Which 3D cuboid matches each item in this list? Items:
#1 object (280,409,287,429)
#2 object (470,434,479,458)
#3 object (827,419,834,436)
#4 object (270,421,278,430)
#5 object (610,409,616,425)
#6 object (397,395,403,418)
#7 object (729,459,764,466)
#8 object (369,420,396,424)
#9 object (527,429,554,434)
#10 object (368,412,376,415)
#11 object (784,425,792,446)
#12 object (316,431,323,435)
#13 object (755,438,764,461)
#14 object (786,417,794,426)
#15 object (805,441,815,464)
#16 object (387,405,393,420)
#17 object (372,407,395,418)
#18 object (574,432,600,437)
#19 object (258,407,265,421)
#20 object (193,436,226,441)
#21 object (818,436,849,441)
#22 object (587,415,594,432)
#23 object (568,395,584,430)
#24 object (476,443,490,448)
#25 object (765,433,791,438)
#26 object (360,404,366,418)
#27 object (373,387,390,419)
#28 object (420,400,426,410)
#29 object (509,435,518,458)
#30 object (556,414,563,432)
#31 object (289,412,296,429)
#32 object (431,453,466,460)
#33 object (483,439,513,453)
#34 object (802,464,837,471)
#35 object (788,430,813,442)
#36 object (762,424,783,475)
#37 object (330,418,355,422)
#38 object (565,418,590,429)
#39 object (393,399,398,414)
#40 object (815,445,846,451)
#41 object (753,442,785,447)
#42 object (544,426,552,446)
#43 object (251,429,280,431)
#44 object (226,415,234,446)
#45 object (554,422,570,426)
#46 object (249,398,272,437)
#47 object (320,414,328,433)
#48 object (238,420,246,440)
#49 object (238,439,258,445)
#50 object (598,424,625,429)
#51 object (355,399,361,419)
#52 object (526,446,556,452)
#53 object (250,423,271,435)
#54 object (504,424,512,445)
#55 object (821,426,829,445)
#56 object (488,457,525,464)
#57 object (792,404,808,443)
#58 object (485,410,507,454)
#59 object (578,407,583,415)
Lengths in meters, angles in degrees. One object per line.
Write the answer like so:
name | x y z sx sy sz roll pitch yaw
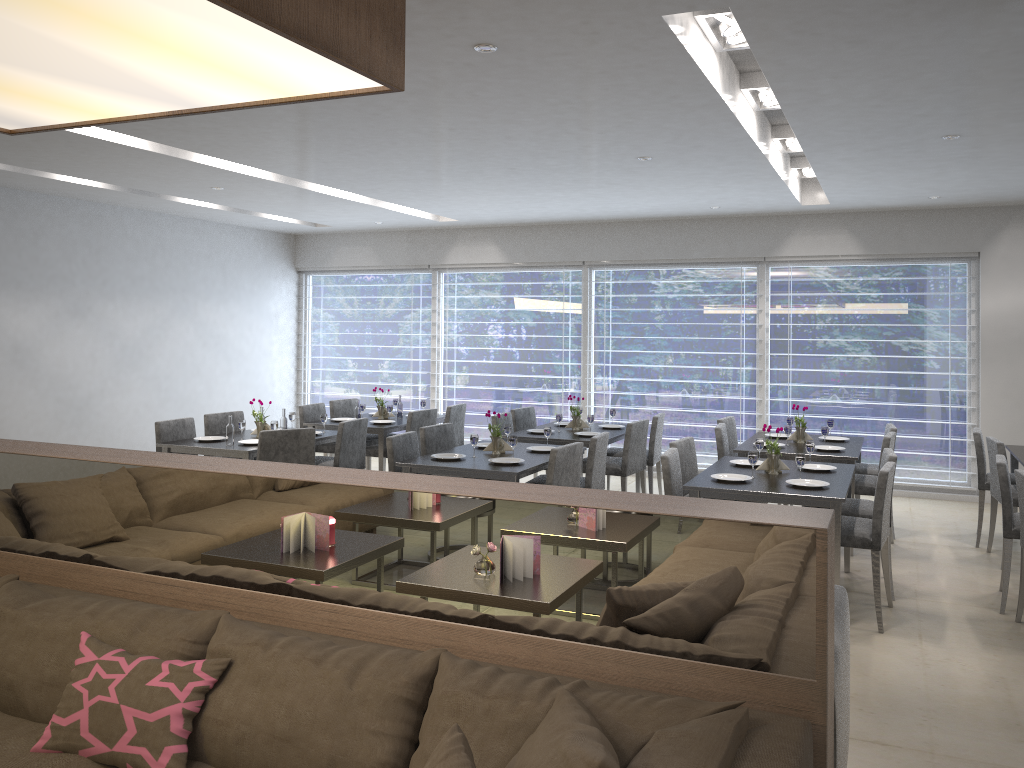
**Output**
object | -1.646 0.278 6.373 0.052 0.201 0.052 1 -1 -24
object | -0.232 0.380 5.435 0.053 0.139 0.053 1 0 -19
object | 2.388 0.332 6.626 0.053 0.139 0.053 1 0 -24
object | -1.640 0.325 6.100 0.053 0.139 0.053 1 0 -19
object | 0.833 0.275 7.303 0.053 0.139 0.053 1 0 -24
object | -0.984 0.199 7.764 0.052 0.201 0.052 1 -1 -12
object | 1.399 0.470 5.235 0.217 0.015 0.217 2 4 23
object | -1.073 0.317 7.329 0.217 0.015 0.217 1 3 2
object | 0.219 0.364 6.766 0.217 0.015 0.217 2 4 23
object | -1.193 0.273 8.019 0.217 0.015 0.217 1 3 2
object | 1.919 0.357 6.149 0.053 0.139 0.053 1 0 -24
object | -1.503 0.364 6.498 0.217 0.015 0.217 1 4 4
object | 1.501 0.401 5.362 0.053 0.139 0.053 1 0 -24
object | 2.121 0.323 6.743 0.053 0.139 0.053 1 0 -24
object | 1.769 0.411 5.246 0.053 0.139 0.053 1 0 -19
object | -1.034 0.246 7.486 0.053 0.139 0.053 1 0 -19
object | -1.125 0.248 7.754 0.203 0.100 0.070 0 1 -7
object | 0.573 0.377 6.612 0.217 0.015 0.217 2 4 23
object | -1.839 0.269 6.493 0.052 0.201 0.052 1 -1 -24
object | -2.090 0.381 6.116 0.217 0.015 0.217 1 4 4
object | 2.359 0.403 6.473 0.217 0.015 0.217 2 4 23
object | 0.603 0.306 6.774 0.053 0.139 0.053 1 0 -24
object | 0.501 0.224 6.978 0.104 0.276 0.154 0 0 21
object | -0.153 0.413 5.911 0.217 0.015 0.217 2 4 23
object | 2.005 0.390 6.627 0.217 0.015 0.217 2 4 23
object | -1.273 0.240 7.538 0.053 0.139 0.053 1 0 -19
object | -1.145 0.163 7.694 0.104 0.276 0.154 0 0 21
object | -0.804 0.215 8.016 0.053 0.139 0.053 1 0 -19
object | 0.007 0.385 5.383 0.053 0.139 0.053 1 0 -19
object | 0.364 0.300 6.826 0.053 0.139 0.053 1 0 -19
object | -1.677 0.285 6.745 0.053 0.139 0.053 1 0 -19
object | -0.386 0.444 5.374 0.217 0.015 0.217 2 4 23
object | -0.084 0.388 5.645 0.203 0.100 0.070 0 1 -7
object | 1.753 0.483 5.082 0.217 0.015 0.217 -1 4 -20
object | 2.073 0.365 6.362 0.203 0.100 0.070 0 1 -7
object | 1.447 0.360 4.911 0.104 0.276 0.154 0 0 21
object | -1.427 0.304 7.483 0.217 0.015 0.217 1 3 2
object | 0.521 0.308 7.037 0.203 0.100 0.070 0 1 -7
object | -1.071 0.206 8.132 0.053 0.139 0.053 1 0 -19
object | 2.125 0.434 5.937 0.217 0.015 0.217 2 4 23
object | 1.772 0.421 6.091 0.217 0.015 0.217 2 4 23
object | 0.238 0.355 5.912 0.053 0.139 0.053 1 0 -19
object | -1.856 0.351 6.652 0.217 0.015 0.217 1 4 4
object | -1.868 0.308 5.862 0.052 0.201 0.052 1 -1 -24
object | 0.453 0.333 7.303 0.217 0.015 0.217 2 4 23
object | -1.808 0.241 6.327 0.104 0.276 0.154 0 0 21
object | -1.410 0.295 6.629 0.053 0.139 0.053 1 0 -19
object | -1.879 0.319 6.152 0.053 0.139 0.053 1 0 -19
object | -1.736 0.394 5.962 0.217 0.015 0.217 1 4 4
object | 0.806 0.346 7.149 0.217 0.015 0.217 2 4 23
object | -1.263 0.228 7.252 0.052 0.201 0.052 1 -1 -12
object | 0.201 0.426 5.757 0.217 0.015 0.217 2 4 23
object | -1.788 0.325 6.387 0.203 0.100 0.070 0 1 -7
object | -0.030 0.345 6.028 0.053 0.139 0.053 1 0 -19
object | 2.158 0.363 6.097 0.053 0.139 0.053 1 0 -24
object | -0.033 0.457 5.221 0.217 0.015 0.217 2 4 23
object | 2.053 0.280 6.302 0.104 0.276 0.154 0 0 21
object | -0.105 0.303 5.586 0.104 0.276 0.154 0 0 21
object | 0.566 0.266 7.420 0.053 0.139 0.053 1 0 -19
